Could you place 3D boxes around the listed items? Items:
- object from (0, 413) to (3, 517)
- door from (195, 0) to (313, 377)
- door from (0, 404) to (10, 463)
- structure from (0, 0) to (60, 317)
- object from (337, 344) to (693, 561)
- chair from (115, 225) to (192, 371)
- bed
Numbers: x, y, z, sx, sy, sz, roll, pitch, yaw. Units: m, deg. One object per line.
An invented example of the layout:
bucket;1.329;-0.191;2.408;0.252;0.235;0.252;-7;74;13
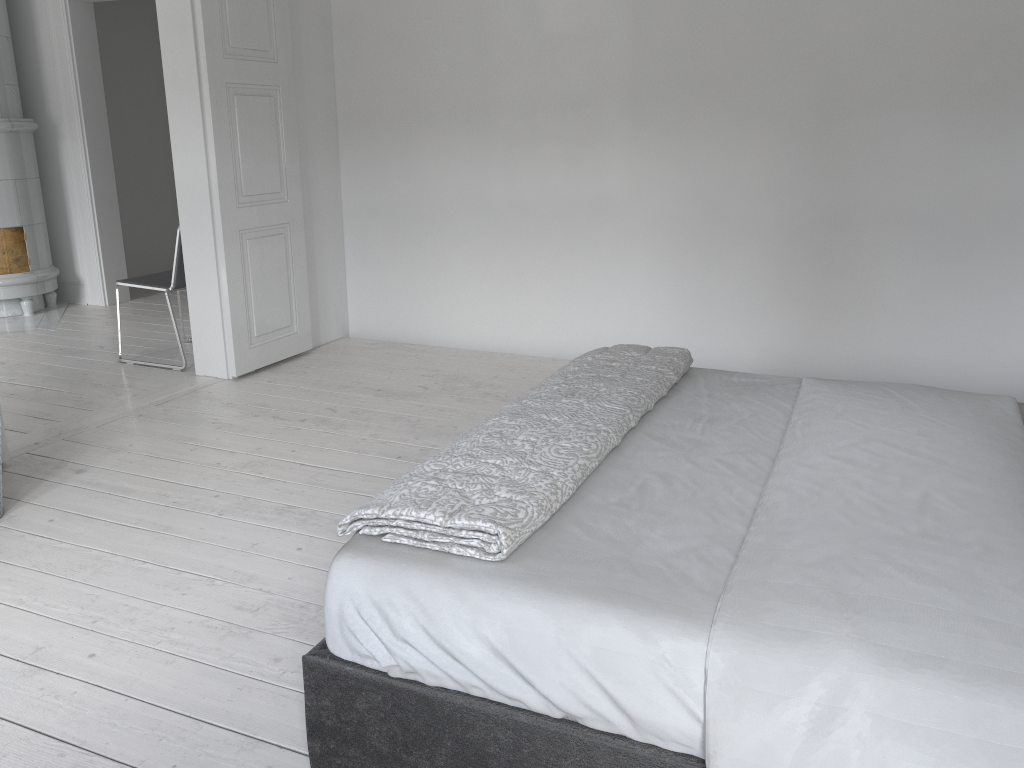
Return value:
object;-1.893;0.295;2.962;0.374;0.350;0.375;7;18;25
door;-1.329;-1.241;4.614;0.034;2.324;0.667;7;17;23
door;-2.087;-0.728;2.864;0.034;2.324;0.678;4;17;14
structure;-3.703;-1.846;6.083;0.787;2.740;0.788;2;16;6
object;0.122;0.088;2.254;0.405;0.104;1.461;7;18;23
chair;-1.903;-0.550;5.073;0.525;0.797;0.562;7;18;23
bed;0.891;0.159;1.912;2.176;1.167;1.890;7;18;23
